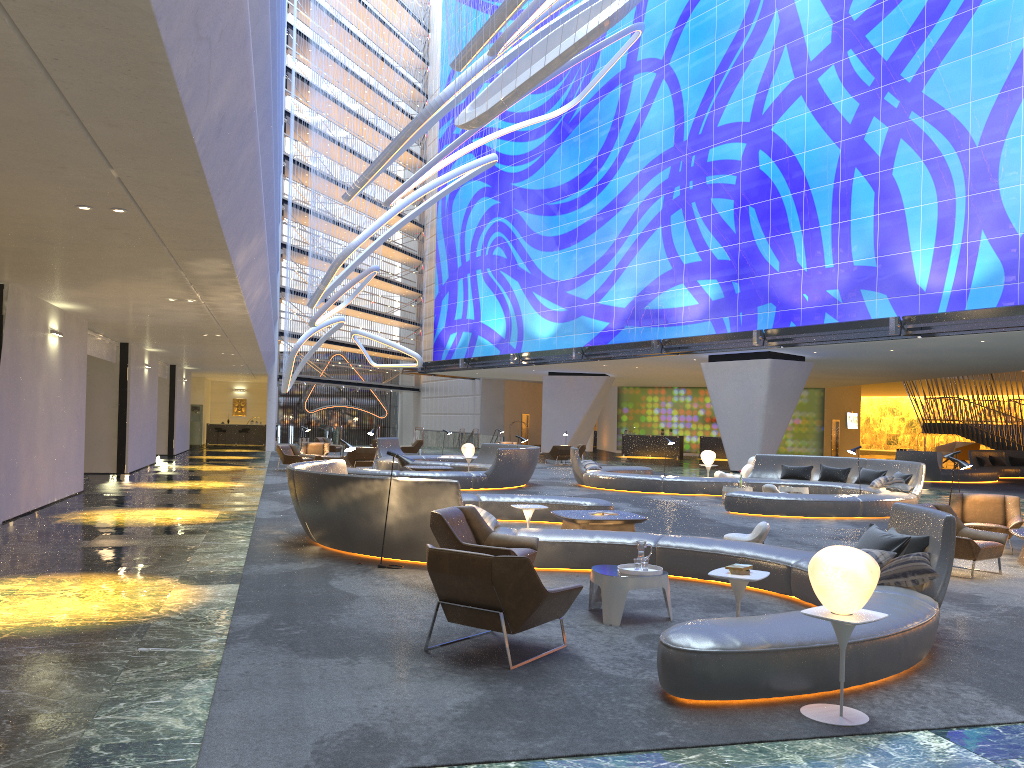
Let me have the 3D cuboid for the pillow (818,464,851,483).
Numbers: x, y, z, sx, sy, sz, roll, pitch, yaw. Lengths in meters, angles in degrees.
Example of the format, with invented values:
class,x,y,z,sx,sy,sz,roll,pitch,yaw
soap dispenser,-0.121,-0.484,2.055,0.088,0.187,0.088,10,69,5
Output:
class,x,y,z,sx,sy,sz,roll,pitch,yaw
pillow,7.423,2.074,20.450,0.759,0.416,0.281,0,-2,44

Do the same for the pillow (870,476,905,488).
class,x,y,z,sx,sy,sz,roll,pitch,yaw
pillow,7.958,2.070,18.736,0.877,0.262,0.693,0,-3,41

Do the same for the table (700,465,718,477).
class,x,y,z,sx,sy,sz,roll,pitch,yaw
table,5.159,2.429,23.351,0.418,0.595,0.427,2,-1,-40

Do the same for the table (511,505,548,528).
class,x,y,z,sx,sy,sz,roll,pitch,yaw
table,0.200,1.799,10.904,0.418,0.595,0.428,2,-1,-18

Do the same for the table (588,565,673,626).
class,x,y,z,sx,sy,sz,roll,pitch,yaw
table,0.999,1.798,7.607,0.671,0.406,0.673,2,-2,-18

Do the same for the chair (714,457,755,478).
class,x,y,z,sx,sy,sz,roll,pitch,yaw
chair,5.797,2.293,22.662,1.157,0.882,0.729,1,-1,5

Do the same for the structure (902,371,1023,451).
class,x,y,z,sx,sy,sz,roll,pitch,yaw
structure,25.820,0.970,36.275,11.985,6.245,16.496,2,-2,-15

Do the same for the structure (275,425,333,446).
class,x,y,z,sx,sy,sz,roll,pitch,yaw
structure,-13.659,6.667,56.866,3.017,8.236,19.837,2,-2,-15

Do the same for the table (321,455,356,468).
class,x,y,z,sx,sy,sz,roll,pitch,yaw
table,-5.341,2.451,27.577,1.203,0.392,1.203,2,-2,-15

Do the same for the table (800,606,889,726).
class,x,y,z,sx,sy,sz,roll,pitch,yaw
table,1.892,1.615,5.109,0.418,0.595,0.427,2,-1,-40

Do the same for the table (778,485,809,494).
class,x,y,z,sx,sy,sz,roll,pitch,yaw
table,5.959,2.382,18.934,0.673,0.406,0.671,1,-2,5

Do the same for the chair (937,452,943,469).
class,x,y,z,sx,sy,sz,roll,pitch,yaw
chair,15.140,2.907,32.029,0.729,0.881,1.158,1,-2,30

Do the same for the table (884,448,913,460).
class,x,y,z,sx,sy,sz,roll,pitch,yaw
table,19.388,3.576,44.128,1.242,0.727,2.308,0,-2,33

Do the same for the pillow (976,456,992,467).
class,x,y,z,sx,sy,sz,roll,pitch,yaw
pillow,17.111,2.813,32.109,0.769,0.368,0.295,3,-2,-35

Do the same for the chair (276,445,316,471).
class,x,y,z,sx,sy,sz,roll,pitch,yaw
chair,-6.391,2.184,26.101,0.938,0.766,0.930,1,-2,19

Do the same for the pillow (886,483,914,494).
class,x,y,z,sx,sy,sz,roll,pitch,yaw
pillow,7.745,2.085,17.681,0.444,0.207,0.443,0,-2,37

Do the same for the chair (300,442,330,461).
class,x,y,z,sx,sy,sz,roll,pitch,yaw
chair,-6.377,2.287,28.638,0.929,0.766,0.939,2,-2,-9

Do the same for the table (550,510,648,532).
class,x,y,z,sx,sy,sz,roll,pitch,yaw
table,1.179,1.989,12.179,1.203,0.392,1.203,2,-2,-14

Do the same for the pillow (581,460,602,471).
class,x,y,z,sx,sy,sz,roll,pitch,yaw
pillow,1.992,2.088,22.873,0.692,0.262,0.878,2,-2,-6

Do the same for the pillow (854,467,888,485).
class,x,y,z,sx,sy,sz,roll,pitch,yaw
pillow,7.969,2.062,19.703,0.315,0.386,0.785,2,-2,-23

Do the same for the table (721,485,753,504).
class,x,y,z,sx,sy,sz,roll,pitch,yaw
table,4.588,2.322,18.289,0.671,0.406,0.674,0,-2,37

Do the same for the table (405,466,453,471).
class,x,y,z,sx,sy,sz,roll,pitch,yaw
table,-2.154,2.341,22.904,1.203,0.392,1.203,2,-2,-14

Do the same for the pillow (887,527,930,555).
class,x,y,z,sx,sy,sz,roll,pitch,yaw
pillow,3.340,1.462,7.721,0.295,0.368,0.769,1,-2,-2

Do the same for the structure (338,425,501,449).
class,x,y,z,sx,sy,sz,roll,pitch,yaw
structure,-7.549,6.937,58.918,9.306,8.396,19.741,2,-2,-15

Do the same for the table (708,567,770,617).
class,x,y,z,sx,sy,sz,roll,pitch,yaw
table,1.602,1.650,6.343,0.427,0.595,0.418,1,-1,29

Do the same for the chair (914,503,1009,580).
class,x,y,z,sx,sy,sz,roll,pitch,yaw
chair,5.199,1.840,10.459,0.930,0.766,0.939,3,-2,-36

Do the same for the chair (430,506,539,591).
class,x,y,z,sx,sy,sz,roll,pitch,yaw
chair,-0.277,1.633,8.741,0.938,0.766,0.930,1,-2,19

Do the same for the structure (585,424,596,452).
class,x,y,z,sx,sy,sz,roll,pitch,yaw
structure,4.393,2.794,50.111,1.023,2.050,0.772,2,-1,-36

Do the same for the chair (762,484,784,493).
class,x,y,z,sx,sy,sz,roll,pitch,yaw
chair,5.727,2.311,18.465,0.585,0.501,1.786,0,-2,39

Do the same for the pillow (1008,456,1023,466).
class,x,y,z,sx,sy,sz,roll,pitch,yaw
pillow,18.743,2.862,32.745,0.784,0.386,0.315,1,-1,2

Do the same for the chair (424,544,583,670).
class,x,y,z,sx,sy,sz,roll,pitch,yaw
chair,-0.100,1.542,6.393,0.929,0.766,0.939,0,-2,35

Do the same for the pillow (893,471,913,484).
class,x,y,z,sx,sy,sz,roll,pitch,yaw
pillow,8.148,2.029,18.683,0.317,0.366,0.775,1,-2,2

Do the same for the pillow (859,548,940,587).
class,x,y,z,sx,sy,sz,roll,pitch,yaw
pillow,3.019,1.504,7.301,0.873,0.280,0.685,1,-2,23

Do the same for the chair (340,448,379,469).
class,x,y,z,sx,sy,sz,roll,pitch,yaw
chair,-4.437,2.225,25.905,0.930,0.766,0.939,2,-2,-31

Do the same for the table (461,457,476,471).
class,x,y,z,sx,sy,sz,roll,pitch,yaw
table,-1.178,2.306,24.235,0.418,0.595,0.428,2,-1,-15

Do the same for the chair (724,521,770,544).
class,x,y,z,sx,sy,sz,roll,pitch,yaw
chair,2.898,1.932,10.877,0.586,0.501,0.491,1,-1,20

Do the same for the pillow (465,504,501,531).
class,x,y,z,sx,sy,sz,roll,pitch,yaw
pillow,-0.467,1.507,10.091,0.877,0.262,0.693,0,-3,38

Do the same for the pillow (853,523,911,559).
class,x,y,z,sx,sy,sz,roll,pitch,yaw
pillow,3.148,1.429,7.635,0.315,0.386,0.785,1,-2,1

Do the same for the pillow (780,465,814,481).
class,x,y,z,sx,sy,sz,roll,pitch,yaw
pillow,6.703,2.098,20.913,0.769,0.369,0.295,0,-2,29

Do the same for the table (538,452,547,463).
class,x,y,z,sx,sy,sz,roll,pitch,yaw
table,0.849,2.907,35.002,1.203,0.392,1.203,2,-2,-14

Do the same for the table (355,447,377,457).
class,x,y,z,sx,sy,sz,roll,pitch,yaw
table,-6.035,2.783,36.188,1.203,0.392,1.204,1,-2,3

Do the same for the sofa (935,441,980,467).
class,x,y,z,sx,sy,sz,roll,pitch,yaw
sofa,21.020,3.311,41.899,1.062,1.179,3.419,1,-2,11

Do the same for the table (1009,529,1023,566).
class,x,y,z,sx,sy,sz,roll,pitch,yaw
table,6.907,2.088,11.057,1.203,0.392,1.204,1,-2,21

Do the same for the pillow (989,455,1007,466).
class,x,y,z,sx,sy,sz,roll,pitch,yaw
pillow,17.835,2.827,32.565,0.759,0.417,0.281,2,-1,-21

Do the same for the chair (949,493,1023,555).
class,x,y,z,sx,sy,sz,roll,pitch,yaw
chair,6.671,1.961,12.524,0.929,0.766,0.939,1,-2,27
